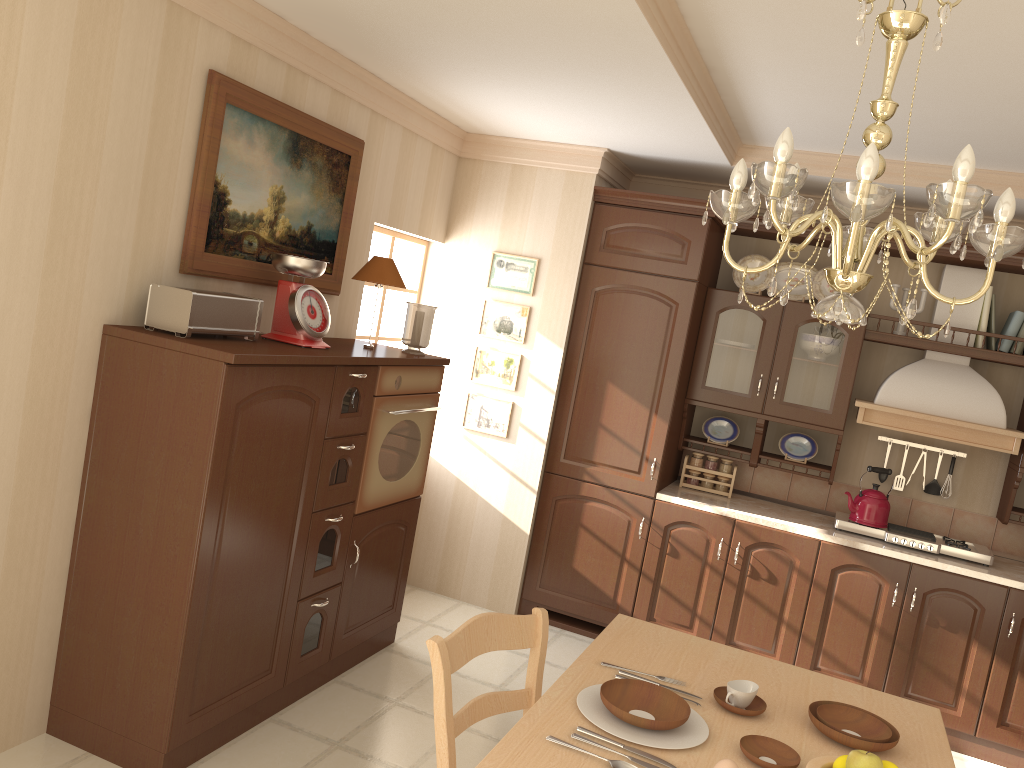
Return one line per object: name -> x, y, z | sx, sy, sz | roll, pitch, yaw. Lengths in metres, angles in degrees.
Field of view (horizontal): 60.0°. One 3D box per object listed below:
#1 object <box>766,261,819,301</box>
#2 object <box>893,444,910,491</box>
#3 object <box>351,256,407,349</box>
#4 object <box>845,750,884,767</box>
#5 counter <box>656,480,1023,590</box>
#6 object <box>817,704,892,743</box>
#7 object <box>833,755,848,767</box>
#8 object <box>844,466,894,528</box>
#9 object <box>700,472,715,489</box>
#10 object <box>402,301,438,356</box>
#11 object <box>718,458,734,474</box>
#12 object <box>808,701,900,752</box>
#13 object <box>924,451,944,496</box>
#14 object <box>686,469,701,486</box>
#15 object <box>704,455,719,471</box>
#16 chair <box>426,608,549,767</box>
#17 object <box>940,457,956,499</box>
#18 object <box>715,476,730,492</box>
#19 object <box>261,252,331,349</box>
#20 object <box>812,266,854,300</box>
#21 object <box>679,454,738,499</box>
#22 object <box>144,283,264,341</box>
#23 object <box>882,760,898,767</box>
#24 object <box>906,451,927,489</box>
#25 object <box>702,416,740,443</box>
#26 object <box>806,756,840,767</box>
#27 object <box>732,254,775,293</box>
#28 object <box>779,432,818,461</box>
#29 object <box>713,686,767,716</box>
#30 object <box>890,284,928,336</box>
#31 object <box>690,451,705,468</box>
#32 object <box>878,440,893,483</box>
object -> 1.488, -0.545, 4.684 | 0.342, 0.209, 0.073 | 12, 5, 21
object -> 2.031, 0.434, 4.609 | 0.051, 0.245, 0.003 | 12, 5, 20
object -> -0.575, -0.343, 3.752 | 0.237, 0.388, 0.235 | 13, 6, 32
object -> 0.683, 0.744, 1.719 | 0.068, 0.061, 0.069 | 14, 6, 37
counter -> 1.709, 0.836, 3.479 | 2.603, 0.034, 2.422 | 12, 5, 20
object -> 0.800, 0.809, 2.083 | 0.168, 0.034, 0.168 | 13, 6, 31
object -> 0.665, 0.764, 1.766 | 0.055, 0.047, 0.045 | 7, 6, -38
object -> 1.768, 0.546, 4.355 | 0.181, 0.282, 0.227 | 15, 7, 43
object -> 1.066, 0.526, 4.823 | 0.068, 0.088, 0.068 | 14, 6, 36
object -> -0.418, -0.244, 3.921 | 0.144, 0.220, 0.144 | 11, 5, 3
object -> 1.158, 0.443, 4.793 | 0.068, 0.088, 0.068 | 14, 6, 36
object -> 0.799, 0.813, 2.085 | 0.204, 0.042, 0.204 | 7, 6, -31
object -> 2.186, 0.457, 4.563 | 0.088, 0.236, 0.028 | 12, 5, 20
object -> 0.992, 0.511, 4.844 | 0.068, 0.088, 0.068 | 14, 6, 36
object -> 1.084, 0.428, 4.814 | 0.068, 0.088, 0.068 | 14, 6, 36
chair -> 0.049, 1.052, 2.158 | 0.517, 0.846, 0.462 | 14, 6, 37
object -> 2.235, 0.480, 4.531 | 0.049, 0.219, 0.049 | 10, 5, -2
object -> 1.140, 0.541, 4.802 | 0.068, 0.088, 0.068 | 14, 6, 36
object -> -0.800, -0.312, 3.314 | 0.263, 0.317, 0.218 | 12, 5, 24
object -> 1.654, -0.506, 4.562 | 0.220, 0.210, 0.068 | 12, 5, 18
object -> 1.069, 0.498, 4.822 | 0.276, 0.170, 0.140 | 12, 5, 16
object -> -1.015, -0.233, 2.967 | 0.192, 0.150, 0.360 | 12, 5, 20
object -> 0.733, 0.760, 1.730 | 0.047, 0.046, 0.054 | 8, 6, -28
object -> 2.102, 0.442, 4.581 | 0.089, 0.195, 0.005 | 12, 5, 20
object -> 1.138, 0.249, 4.835 | 0.202, 0.143, 0.071 | 12, 5, 18
object -> 0.680, 0.807, 1.706 | 0.235, 0.068, 0.235 | 8, 5, -22
object -> 1.281, -0.586, 4.701 | 0.220, 0.210, 0.068 | 12, 5, 18
object -> 1.514, 0.330, 4.691 | 0.202, 0.143, 0.071 | 12, 5, 18
object -> 0.547, 0.770, 2.137 | 0.127, 0.026, 0.126 | 6, 7, -43
object -> 1.966, -0.369, 4.478 | 0.163, 0.248, 0.174 | 9, 5, -17
object -> 1.010, 0.412, 4.835 | 0.068, 0.088, 0.068 | 14, 6, 36
object -> 1.956, 0.405, 4.634 | 0.048, 0.231, 0.015 | 12, 5, 22
